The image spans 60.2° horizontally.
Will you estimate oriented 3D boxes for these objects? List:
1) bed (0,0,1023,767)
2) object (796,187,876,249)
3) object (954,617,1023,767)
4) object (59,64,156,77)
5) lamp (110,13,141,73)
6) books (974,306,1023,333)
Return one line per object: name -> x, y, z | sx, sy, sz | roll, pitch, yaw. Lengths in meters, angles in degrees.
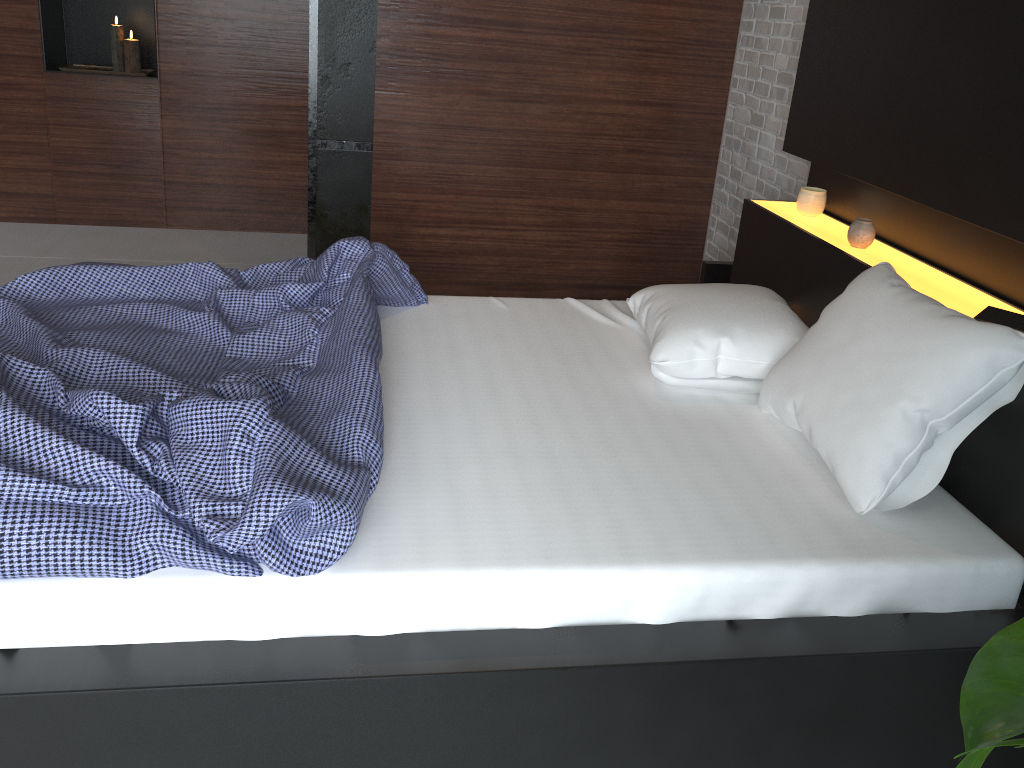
bed -> -0.065, -0.520, 1.943 | 2.606, 1.988, 2.633 | 1, 22, -10
object -> 0.954, -0.496, 2.608 | 0.088, 0.083, 0.462 | 3, 23, -6
object -> 0.755, 0.686, 0.544 | 0.852, 1.020, 1.017 | 8, 22, 7
object -> -2.102, -1.633, 4.603 | 0.426, 0.019, 0.237 | 1, 24, -10
lamp -> -1.999, -1.756, 4.566 | 0.154, 0.290, 0.079 | 10, 20, 12
books -> 1.083, -0.127, 1.881 | 0.161, 0.012, 0.126 | 23, 29, 35
